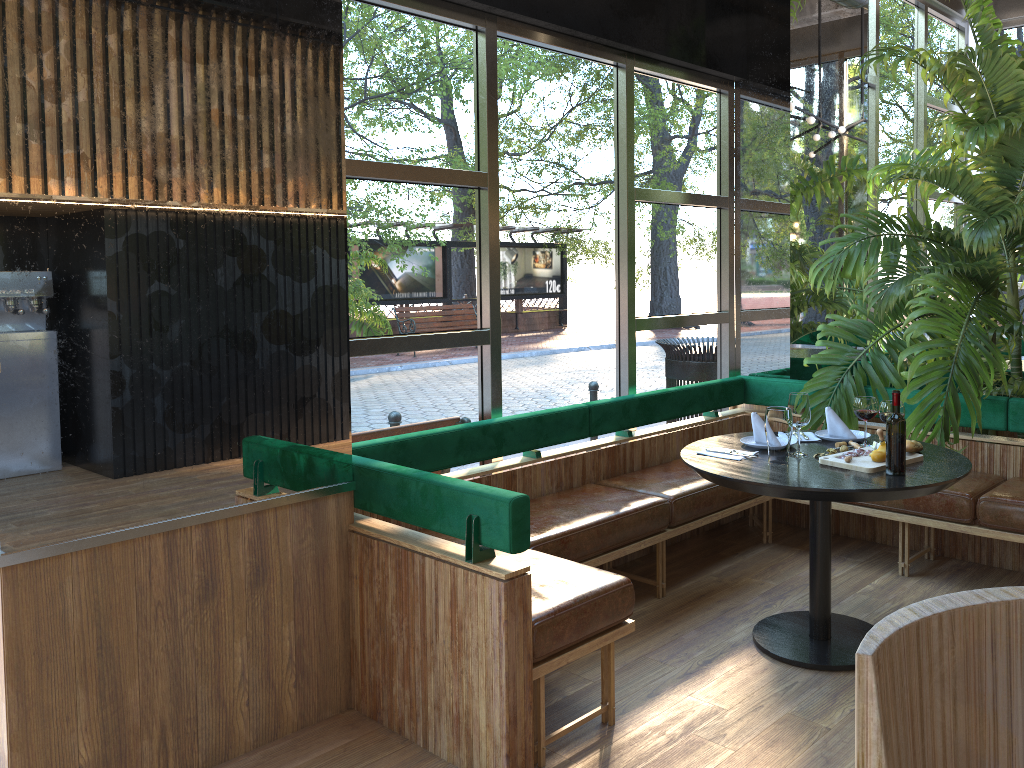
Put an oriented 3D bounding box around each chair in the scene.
[{"bbox_3d":[0.580,0.747,0.768,0.574,0.964,0.524,-4,5,-35],"label":"chair"}]

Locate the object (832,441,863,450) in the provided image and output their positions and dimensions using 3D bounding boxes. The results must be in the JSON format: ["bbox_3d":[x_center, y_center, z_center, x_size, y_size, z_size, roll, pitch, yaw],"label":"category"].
[{"bbox_3d":[1.360,0.254,3.571,0.133,0.028,0.095,-5,8,-31],"label":"object"}]

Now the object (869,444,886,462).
[{"bbox_3d":[1.390,0.247,3.326,0.093,0.064,0.175,1,7,16],"label":"object"}]

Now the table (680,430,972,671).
[{"bbox_3d":[1.220,0.652,3.512,1.079,0.746,1.128,1,6,13],"label":"table"}]

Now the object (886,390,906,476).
[{"bbox_3d":[1.363,0.171,3.152,0.071,0.297,0.066,-2,3,-29],"label":"object"}]

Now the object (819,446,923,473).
[{"bbox_3d":[1.362,0.284,3.364,0.370,0.019,0.229,-6,9,-36],"label":"object"}]

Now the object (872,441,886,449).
[{"bbox_3d":[1.445,0.248,3.423,0.062,0.038,0.199,-2,7,-9],"label":"object"}]

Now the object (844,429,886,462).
[{"bbox_3d":[1.304,0.224,3.276,0.134,0.123,0.104,2,5,25],"label":"object"}]

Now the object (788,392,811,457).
[{"bbox_3d":[1.125,0.159,3.483,0.089,0.243,0.096,1,4,28],"label":"object"}]

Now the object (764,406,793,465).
[{"bbox_3d":[1.007,0.195,3.353,0.107,0.208,0.104,-2,4,-11],"label":"object"}]

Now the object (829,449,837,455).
[{"bbox_3d":[1.249,0.269,3.452,0.040,0.031,0.032,-3,5,-21],"label":"object"}]

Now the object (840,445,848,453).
[{"bbox_3d":[1.316,0.259,3.519,0.031,0.032,0.039,4,7,42],"label":"object"}]

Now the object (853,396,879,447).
[{"bbox_3d":[1.458,0.155,3.662,0.098,0.200,0.107,2,4,34],"label":"object"}]

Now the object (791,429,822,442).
[{"bbox_3d":[1.251,0.221,3.880,0.156,0.019,0.258,0,7,6],"label":"object"}]

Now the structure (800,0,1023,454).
[{"bbox_3d":[3.035,-0.850,5.094,2.334,3.417,2.794,2,5,30],"label":"structure"}]

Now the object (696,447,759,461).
[{"bbox_3d":[0.870,0.272,3.510,0.244,0.019,0.166,6,10,44],"label":"object"}]

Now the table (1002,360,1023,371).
[{"bbox_3d":[4.124,0.251,6.460,1.063,0.746,1.144,2,6,25],"label":"table"}]

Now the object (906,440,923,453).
[{"bbox_3d":[1.557,0.244,3.457,0.055,0.071,0.222,2,7,36],"label":"object"}]

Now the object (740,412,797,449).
[{"bbox_3d":[1.066,0.192,3.692,0.224,0.138,0.243,2,7,28],"label":"object"}]

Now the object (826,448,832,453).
[{"bbox_3d":[1.268,0.265,3.526,0.039,0.019,0.032,-5,7,-33],"label":"object"}]

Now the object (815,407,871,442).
[{"bbox_3d":[1.422,0.172,3.819,0.224,0.138,0.243,2,7,28],"label":"object"}]

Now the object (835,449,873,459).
[{"bbox_3d":[1.320,0.264,3.398,0.232,0.013,0.098,-7,9,-41],"label":"object"}]

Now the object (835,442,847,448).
[{"bbox_3d":[1.344,0.249,3.627,0.048,0.025,0.024,-4,6,-28],"label":"object"}]

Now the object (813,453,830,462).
[{"bbox_3d":[1.195,0.279,3.447,0.059,0.013,0.156,5,9,39],"label":"object"}]

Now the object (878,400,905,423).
[{"bbox_3d":[1.516,0.169,3.544,0.098,0.200,0.107,2,4,34],"label":"object"}]
